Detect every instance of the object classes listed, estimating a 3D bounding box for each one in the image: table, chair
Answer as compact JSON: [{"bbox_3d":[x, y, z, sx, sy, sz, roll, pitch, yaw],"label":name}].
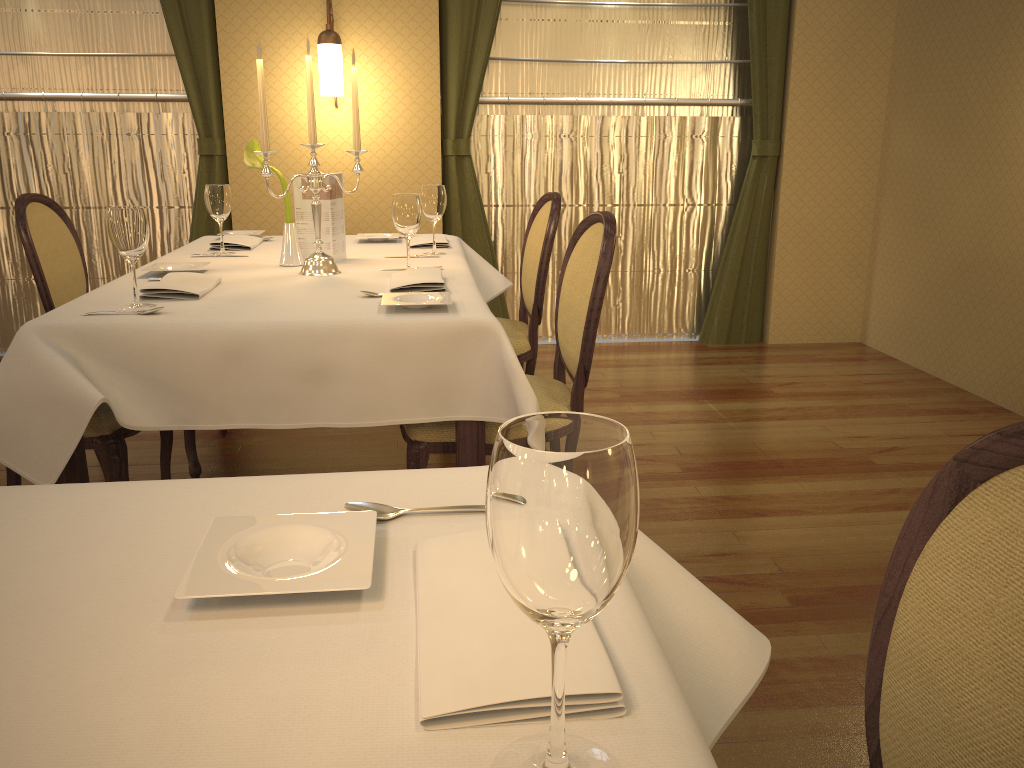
[{"bbox_3d":[-0.603,-0.018,2.892,1.385,0.759,2.152,-2,16,-6],"label":"table"},{"bbox_3d":[-1.269,0.017,2.399,0.571,0.955,0.530,-2,16,-6],"label":"chair"},{"bbox_3d":[-0.117,-0.209,3.226,0.571,0.955,0.530,-2,16,-6],"label":"chair"},{"bbox_3d":[0.185,0.506,0.668,0.571,0.955,0.530,-2,16,-6],"label":"chair"},{"bbox_3d":[-1.357,-0.189,3.139,0.571,0.955,0.530,-2,16,-6],"label":"chair"},{"bbox_3d":[-0.300,0.696,0.333,1.385,0.759,2.152,-2,16,-6],"label":"table"},{"bbox_3d":[-0.022,0.016,2.420,0.571,0.955,0.530,-2,16,-6],"label":"chair"}]

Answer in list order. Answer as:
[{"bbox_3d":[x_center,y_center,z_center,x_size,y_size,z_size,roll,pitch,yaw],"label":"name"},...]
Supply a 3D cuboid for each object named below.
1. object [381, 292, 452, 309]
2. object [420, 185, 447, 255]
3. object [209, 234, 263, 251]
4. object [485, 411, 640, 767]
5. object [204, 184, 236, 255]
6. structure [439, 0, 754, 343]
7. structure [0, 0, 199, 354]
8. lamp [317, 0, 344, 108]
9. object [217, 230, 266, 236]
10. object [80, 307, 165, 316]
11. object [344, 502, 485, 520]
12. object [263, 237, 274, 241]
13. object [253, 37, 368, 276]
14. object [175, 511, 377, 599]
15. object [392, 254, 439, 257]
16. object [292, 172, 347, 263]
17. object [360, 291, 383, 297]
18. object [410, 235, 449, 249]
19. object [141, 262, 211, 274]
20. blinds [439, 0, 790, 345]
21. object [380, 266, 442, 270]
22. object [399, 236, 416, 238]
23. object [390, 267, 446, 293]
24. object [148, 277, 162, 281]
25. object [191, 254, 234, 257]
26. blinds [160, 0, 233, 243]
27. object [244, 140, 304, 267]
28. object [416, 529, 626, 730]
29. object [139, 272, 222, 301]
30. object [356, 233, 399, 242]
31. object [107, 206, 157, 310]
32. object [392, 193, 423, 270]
[{"bbox_3d":[-0.222,-0.189,2.070,0.160,0.024,0.160,-2,16,-6],"label":"object"},{"bbox_3d":[-0.263,-0.553,2.989,0.088,0.229,0.088,14,20,40],"label":"object"},{"bbox_3d":[-0.992,-0.510,3.202,0.142,0.033,0.273,-2,16,-6],"label":"object"},{"bbox_3d":[0.028,0.136,0.523,0.088,0.229,0.088,14,20,40],"label":"object"},{"bbox_3d":[-0.980,-0.552,2.977,0.088,0.229,0.088,14,20,40],"label":"object"},{"bbox_3d":[0.530,-2.420,4.538,1.898,4.511,0.137,-2,16,-6],"label":"structure"},{"bbox_3d":[-2.368,-2.342,4.217,1.900,4.511,0.134,-2,16,-6],"label":"structure"},{"bbox_3d":[-0.886,-1.597,4.257,0.114,0.513,0.323,-5,16,-17],"label":"lamp"},{"bbox_3d":[-1.053,-0.579,3.457,0.160,0.024,0.160,-2,16,-6],"label":"object"},{"bbox_3d":[-0.869,-0.163,1.982,0.181,0.015,0.038,-1,16,-5],"label":"object"},{"bbox_3d":[-0.085,0.132,0.935,0.181,0.015,0.038,-1,16,-5],"label":"object"},{"bbox_3d":[-0.996,-0.549,3.365,0.181,0.015,0.038,-1,16,-5],"label":"object"},{"bbox_3d":[-0.560,-0.636,2.505,0.390,0.655,0.131,-13,20,-39],"label":"object"},{"bbox_3d":[-0.206,0.162,0.812,0.160,0.024,0.160,-2,16,-6],"label":"object"},{"bbox_3d":[-0.334,-0.423,2.931,0.185,0.010,0.017,-2,16,-6],"label":"object"},{"bbox_3d":[-0.585,-0.519,2.781,0.166,0.277,0.081,-10,19,-34],"label":"object"},{"bbox_3d":[-0.288,-0.225,2.215,0.181,0.015,0.038,-1,16,-5],"label":"object"},{"bbox_3d":[-0.309,-0.528,3.291,0.142,0.024,0.273,-2,16,-6],"label":"object"},{"bbox_3d":[-0.965,-0.328,2.558,0.160,0.024,0.160,-2,16,-6],"label":"object"},{"bbox_3d":[0.552,-2.400,4.421,1.876,4.537,0.129,-2,16,-6],"label":"blinds"},{"bbox_3d":[-0.301,-0.347,2.657,0.185,0.010,0.017,-2,16,-6],"label":"object"},{"bbox_3d":[-0.387,-0.583,3.494,0.181,0.015,0.038,-1,16,-5],"label":"object"},{"bbox_3d":[-0.253,-0.277,2.376,0.142,0.033,0.273,-2,16,-6],"label":"object"},{"bbox_3d":[-0.906,-0.290,2.444,0.185,0.010,0.017,-1,16,-5],"label":"object"},{"bbox_3d":[-0.963,-0.425,2.927,0.185,0.010,0.017,-1,16,-5],"label":"object"},{"bbox_3d":[-2.348,-2.322,4.101,1.878,4.537,0.129,-2,16,-6],"label":"blinds"},{"bbox_3d":[-0.722,-0.551,2.705,0.163,0.375,0.076,4,16,15],"label":"object"},{"bbox_3d":[-0.007,0.186,0.732,0.142,0.024,0.273,-2,16,-6],"label":"object"},{"bbox_3d":[-0.846,-0.252,2.278,0.142,0.033,0.273,-2,16,-6],"label":"object"},{"bbox_3d":[-0.509,-0.553,3.371,0.160,0.024,0.160,-2,16,-6],"label":"object"},{"bbox_3d":[-0.873,-0.290,2.038,0.088,0.229,0.088,14,20,40],"label":"object"},{"bbox_3d":[-0.297,-0.424,2.528,0.088,0.229,0.088,14,20,40],"label":"object"}]
